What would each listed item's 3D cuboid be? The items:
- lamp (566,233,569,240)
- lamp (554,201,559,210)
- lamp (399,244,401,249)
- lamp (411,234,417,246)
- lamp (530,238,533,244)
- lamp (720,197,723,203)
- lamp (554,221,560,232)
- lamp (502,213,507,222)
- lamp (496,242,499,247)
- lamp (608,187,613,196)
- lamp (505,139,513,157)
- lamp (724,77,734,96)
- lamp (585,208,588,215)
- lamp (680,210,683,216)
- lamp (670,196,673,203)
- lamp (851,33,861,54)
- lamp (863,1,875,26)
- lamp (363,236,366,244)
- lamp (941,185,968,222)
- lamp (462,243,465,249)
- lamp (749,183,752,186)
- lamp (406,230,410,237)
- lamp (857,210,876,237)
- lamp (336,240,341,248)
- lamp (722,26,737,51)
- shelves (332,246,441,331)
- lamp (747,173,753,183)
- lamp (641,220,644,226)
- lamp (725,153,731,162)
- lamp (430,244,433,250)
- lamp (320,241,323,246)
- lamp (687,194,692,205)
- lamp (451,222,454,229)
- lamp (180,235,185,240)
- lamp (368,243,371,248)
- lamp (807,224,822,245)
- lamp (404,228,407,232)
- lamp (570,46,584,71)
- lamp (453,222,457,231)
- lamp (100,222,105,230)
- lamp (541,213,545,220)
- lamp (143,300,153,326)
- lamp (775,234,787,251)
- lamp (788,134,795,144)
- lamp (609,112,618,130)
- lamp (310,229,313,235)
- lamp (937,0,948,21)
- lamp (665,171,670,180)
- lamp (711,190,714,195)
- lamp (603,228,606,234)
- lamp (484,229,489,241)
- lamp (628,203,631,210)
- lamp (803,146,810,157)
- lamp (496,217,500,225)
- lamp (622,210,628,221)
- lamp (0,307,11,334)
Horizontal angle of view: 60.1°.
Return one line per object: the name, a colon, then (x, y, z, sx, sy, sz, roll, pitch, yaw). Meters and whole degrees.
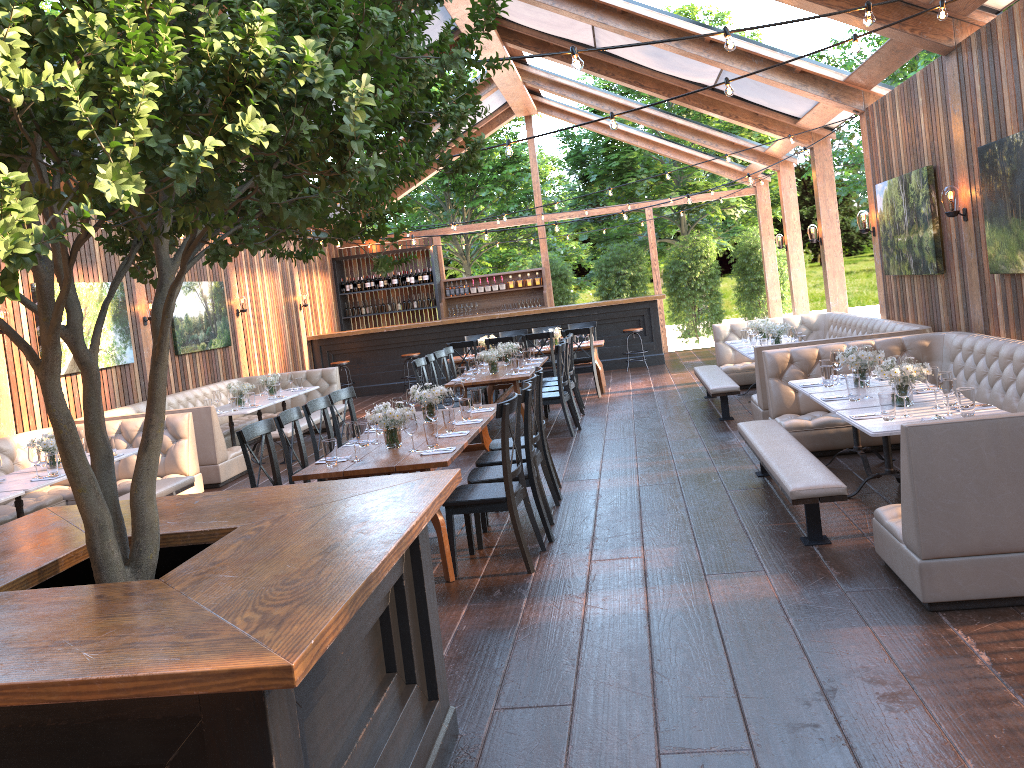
lamp: (1.087, -2.884, 17.310, 0.056, 0.121, 0.056, -8, 3, -24)
lamp: (0.582, -2.354, 11.655, 0.056, 0.121, 0.056, -6, 3, 22)
lamp: (-2.392, -2.925, 18.855, 0.058, 0.119, 0.056, -9, 4, -38)
lamp: (-1.017, -1.484, 9.128, 0.056, 0.120, 0.057, -5, 3, 27)
lamp: (0.393, -2.843, 17.610, 0.059, 0.119, 0.056, -8, 3, -19)
lamp: (3.792, -3.334, 16.024, 0.056, 0.120, 0.057, -6, 3, 16)
lamp: (0.475, -1.670, 9.393, 0.056, 0.121, 0.056, -7, 3, 7)
lamp: (-0.098, -2.256, 11.964, 0.057, 0.119, 0.056, -7, 3, 2)
lamp: (-0.294, -2.832, 17.940, 0.056, 0.121, 0.057, -5, 4, 40)
lamp: (1.263, -2.472, 11.356, 0.056, 0.120, 0.056, -8, 3, -16)
lamp: (-0.024, -1.633, 6.121, 0.056, 0.121, 0.056, -9, 4, -41)
lamp: (1.351, -1.853, 5.514, 0.056, 0.121, 0.056, -6, 3, 20)
lamp: (1.254, -2.908, 14.921, 0.056, 0.121, 0.056, -5, 3, 27)
lamp: (3.129, -3.153, 16.336, 0.064, 0.118, 0.057, -6, 3, 10)
lamp: (2.734, -3.161, 15.193, 0.056, 0.121, 0.056, -7, 3, 1)
lamp: (2.024, -2.007, 5.214, 0.056, 0.121, 0.057, -5, 3, 32)
lamp: (1.760, -1.827, 4.370, 0.062, 0.118, 0.056, -9, 4, -40)
lamp: (-2.168, -2.107, 12.920, 0.056, 0.121, 0.056, -4, 4, 41)
lamp: (3.721, -1.517, 7.459, 0.178, 0.319, 0.147, -6, 3, 8)
lamp: (-0.998, -2.840, 18.235, 0.056, 0.119, 0.061, -7, 3, 7)
lamp: (4.173, -3.531, 15.487, 0.056, 0.117, 0.067, -6, 3, 15)
lamp: (-1.482, -2.136, 12.591, 0.056, 0.119, 0.059, -8, 3, -13)
lamp: (4.062, -1.841, 10.167, 0.178, 0.319, 0.147, -6, 3, 8)
lamp: (-1.772, -1.445, 9.023, 0.056, 0.121, 0.056, -7, 3, -5)
lamp: (1.036, -1.644, 4.210, 0.056, 0.120, 0.056, -8, 3, -26)
shelves: (-2.565, -1.433, 19.049, 2.200, 2.822, 0.503, -6, 2, 7)
lamp: (2.645, -2.284, 9.816, 0.056, 0.119, 0.059, -5, 4, 39)
lamp: (2.456, -3.031, 16.681, 0.056, 0.120, 0.056, -8, 3, -27)
lamp: (2.617, -2.740, 10.713, 0.056, 0.114, 0.075, -7, 3, 6)
lamp: (-1.694, -2.873, 18.543, 0.056, 0.119, 0.062, -6, 3, 13)
lamp: (-2.862, -2.118, 13.241, 0.056, 0.121, 0.056, -6, 3, 23)
lamp: (1.939, -2.021, 9.677, 0.056, 0.120, 0.056, -7, 3, 5)
lamp: (-0.982, -2.604, 14.541, 0.056, 0.120, 0.056, -9, 3, -36)
lamp: (-3.280, -1.488, 8.800, 0.071, 0.116, 0.057, -5, 3, 30)
lamp: (-3.090, -2.996, 19.140, 0.056, 0.117, 0.067, -7, 3, -6)
lamp: (4.404, -2.167, 12.893, 0.178, 0.319, 0.147, -6, 3, 8)
lamp: (-1.730, -2.520, 14.420, 0.057, 0.119, 0.056, -9, 3, -32)
lamp: (0.298, -1.498, 4.065, 0.056, 0.120, 0.056, -7, 3, -5)
lamp: (-0.793, -2.185, 12.284, 0.056, 0.121, 0.056, -8, 3, -24)
lamp: (-4.029, -1.573, 8.698, 0.060, 0.119, 0.057, -5, 3, 30)
lamp: (0.512, -2.803, 14.791, 0.056, 0.121, 0.056, -5, 3, 33)
lamp: (-4.625, -0.916, 11.312, 0.178, 0.319, 0.147, -6, 3, 8)
lamp: (4.749, -2.494, 15.628, 0.178, 0.319, 0.147, -6, 3, 8)
lamp: (3.295, -2.887, 10.420, 0.056, 0.118, 0.064, -8, 3, -19)
lamp: (0.667, -1.730, 5.817, 0.056, 0.121, 0.056, -6, 3, 17)
lamp: (-3.225, -2.422, 14.200, 0.061, 0.119, 0.057, -6, 3, 24)
lamp: (2.445, -2.127, 5.031, 0.056, 0.121, 0.056, -6, 3, 10)
lamp: (1.934, -2.599, 11.018, 0.057, 0.114, 0.075, -9, 4, -36)
lamp: (3.467, -3.328, 15.333, 0.056, 0.121, 0.056, -8, 3, -14)
lamp: (1.769, -2.944, 16.988, 0.056, 0.121, 0.056, -8, 3, -30)
lamp: (-0.274, -1.561, 9.269, 0.056, 0.120, 0.056, -6, 3, 13)
lamp: (1.994, -3.024, 15.053, 0.056, 0.121, 0.056, -6, 3, 24)
lamp: (3.317, -2.620, 9.967, 0.068, 0.117, 0.057, -6, 3, 14)
lamp: (-0.228, -2.701, 14.655, 0.056, 0.120, 0.056, -6, 3, 14)
lamp: (1.217, -1.820, 9.529, 0.057, 0.120, 0.056, -9, 3, -32)
lamp: (-4.966, -0.592, 8.604, 0.178, 0.319, 0.147, -6, 3, 8)
